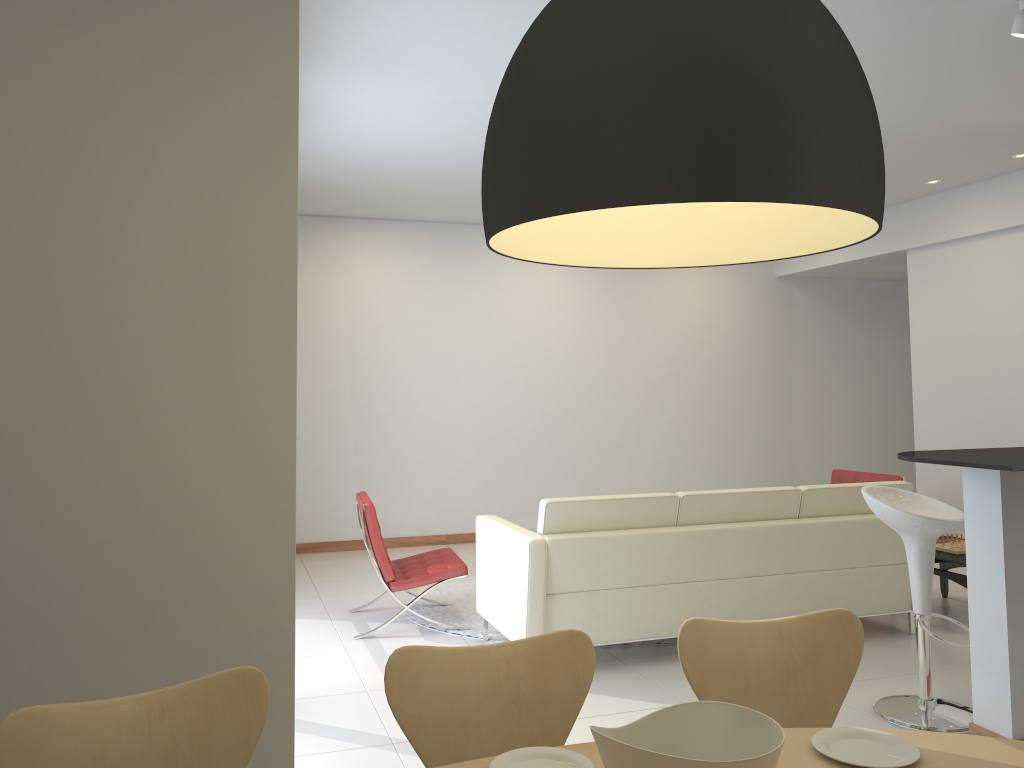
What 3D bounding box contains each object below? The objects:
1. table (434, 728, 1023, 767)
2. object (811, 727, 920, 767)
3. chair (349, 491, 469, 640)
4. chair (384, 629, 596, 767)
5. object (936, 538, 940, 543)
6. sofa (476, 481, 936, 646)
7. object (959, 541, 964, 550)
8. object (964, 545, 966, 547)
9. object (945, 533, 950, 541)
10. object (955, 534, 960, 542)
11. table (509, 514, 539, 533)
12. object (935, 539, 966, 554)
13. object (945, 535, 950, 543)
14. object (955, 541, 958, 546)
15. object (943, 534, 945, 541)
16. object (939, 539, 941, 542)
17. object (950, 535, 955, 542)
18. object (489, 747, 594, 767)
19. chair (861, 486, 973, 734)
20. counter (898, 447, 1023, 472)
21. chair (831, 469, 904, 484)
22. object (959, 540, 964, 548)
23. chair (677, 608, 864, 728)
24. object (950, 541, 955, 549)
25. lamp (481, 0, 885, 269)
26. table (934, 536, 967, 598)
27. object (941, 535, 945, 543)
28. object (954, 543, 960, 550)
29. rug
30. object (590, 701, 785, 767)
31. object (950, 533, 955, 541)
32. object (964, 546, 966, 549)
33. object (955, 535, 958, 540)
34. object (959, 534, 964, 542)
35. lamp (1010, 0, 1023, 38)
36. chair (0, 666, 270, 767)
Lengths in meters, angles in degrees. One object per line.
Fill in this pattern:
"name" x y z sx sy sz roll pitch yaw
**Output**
"table" 0.284 1.131 1.255 2.261 0.732 1.276 0 -1 -18
"object" 0.733 0.759 1.839 0.210 0.015 0.210 -1 -1 8
"chair" -0.691 1.137 5.788 0.706 0.820 0.698 0 -3 -13
"chair" 0.012 1.053 1.878 0.521 0.910 0.514 0 -3 -18
"object" 2.866 1.045 5.954 0.030 0.050 0.030 0 -3 -11
"sofa" 1.149 1.056 5.301 2.564 0.926 0.998 0 -2 -18
"object" 2.903 1.041 5.714 0.030 0.052 0.030 1 -3 -26
"object" 2.966 1.042 5.777 0.030 0.050 0.030 0 -3 -11
"object" 2.967 1.042 6.029 0.030 0.055 0.030 0 -3 -11
"object" 3.018 1.044 6.004 0.030 0.050 0.030 0 -3 -11
"table" 0.633 1.342 7.189 1.320 0.405 1.533 0 -1 -19
"object" 2.954 1.078 5.875 0.360 0.021 0.359 0 -1 -18
"object" 2.942 1.044 5.979 0.030 0.050 0.030 0 -3 -11
"object" 2.890 1.043 5.752 0.030 0.050 0.030 0 -3 -11
"object" 2.929 1.035 6.017 0.030 0.070 0.030 0 -3 -11
"object" 2.891 1.038 6.005 0.030 0.064 0.030 0 -3 -11
"object" 2.980 1.044 5.991 0.030 0.050 0.030 0 -3 -11
"object" 0.058 0.765 1.749 0.210 0.015 0.210 -1 -1 28
"chair" 1.860 0.996 4.038 0.456 1.025 0.463 2 -4 -32
"counter" 2.993 0.283 3.820 2.964 0.019 0.734 0 -1 -18
"chair" 2.592 1.116 6.953 0.706 0.820 0.698 1 -3 -23
"object" 2.928 1.042 5.764 0.030 0.050 0.030 0 -3 -11
"chair" 0.702 1.048 2.077 0.521 0.910 0.514 0 -3 -11
"object" 2.852 1.043 5.739 0.030 0.050 0.030 0 -3 -11
"lamp" 0.244 -0.964 1.404 0.594 1.499 0.592 0 -4 -16
"table" 2.962 1.299 5.825 0.700 0.424 0.914 0 -1 -18
"object" 2.904 1.045 5.966 0.030 0.050 0.030 0 -3 -11
"object" 2.865 1.045 5.701 0.030 0.044 0.030 0 -3 -11
"rug" 0.876 1.533 6.414 3.327 0.005 2.437 0 -1 -17
"object" 0.263 0.627 1.301 0.271 0.281 0.260 -1 -2 17
"object" 3.005 1.043 6.042 0.030 0.052 0.030 0 -3 -11
"object" 2.941 1.039 5.727 0.030 0.055 0.030 0 -3 -11
"object" 3.043 1.047 6.054 0.030 0.044 0.030 0 -3 -11
"object" 3.056 1.044 6.016 0.030 0.050 0.030 0 -3 -11
"lamp" 2.983 -1.613 4.116 1.821 0.200 0.112 0 -3 -18
"chair" -0.629 1.057 1.576 0.521 0.910 0.514 2 -4 -35
